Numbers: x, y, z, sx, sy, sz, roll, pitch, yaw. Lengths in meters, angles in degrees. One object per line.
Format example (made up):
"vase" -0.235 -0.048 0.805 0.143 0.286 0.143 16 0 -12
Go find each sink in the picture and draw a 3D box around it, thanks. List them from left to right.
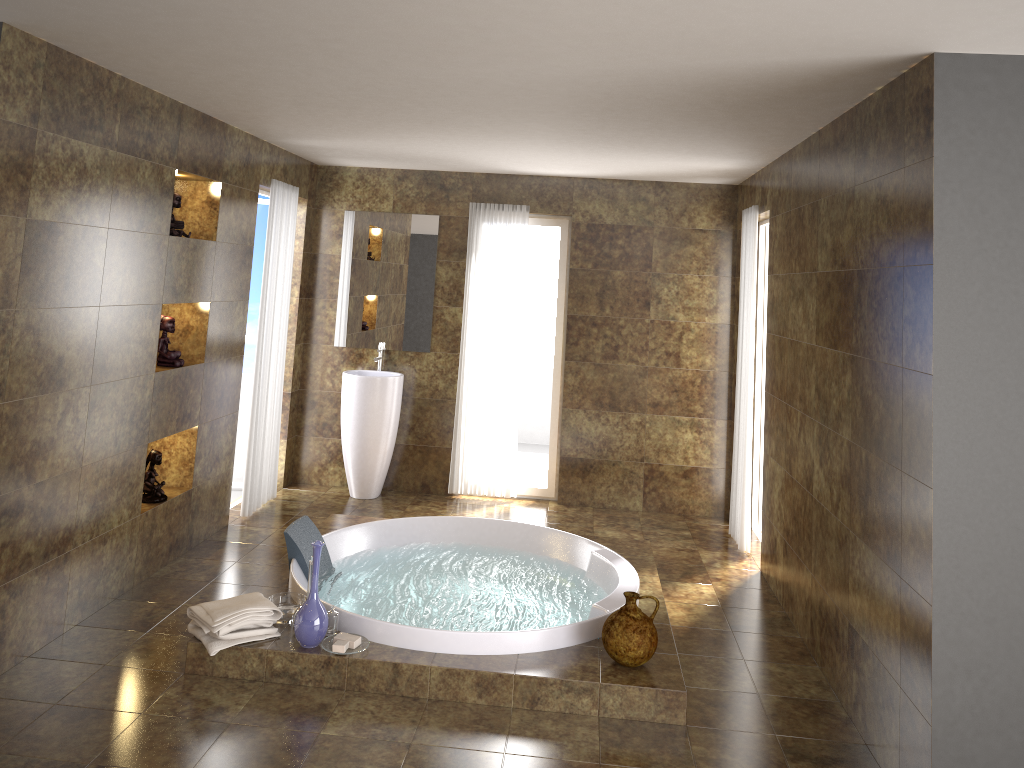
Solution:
"sink" -1.071 0.268 6.504 0.459 1.146 0.430 3 -5 8

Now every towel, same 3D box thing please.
"towel" -1.166 0.985 3.629 0.319 0.151 0.341 0 6 -40

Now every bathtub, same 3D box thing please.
"bathtub" -0.240 1.058 4.399 1.761 0.526 1.739 7 7 36

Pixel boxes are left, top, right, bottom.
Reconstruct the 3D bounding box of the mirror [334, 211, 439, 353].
"mirror" -0.990 -0.818 6.843 0.769 1.101 0.008 3 -6 5

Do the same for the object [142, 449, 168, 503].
"object" -1.949 0.494 4.715 0.152 0.276 0.149 3 -3 5

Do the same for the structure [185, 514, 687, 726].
"structure" -0.239 1.066 4.399 2.006 0.125 2.002 4 7 5

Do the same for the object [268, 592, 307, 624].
"object" -0.995 0.989 3.819 0.169 0.076 0.170 2 5 -14

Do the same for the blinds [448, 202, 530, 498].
"blinds" -0.164 -0.285 6.681 0.520 2.284 0.066 3 -6 5

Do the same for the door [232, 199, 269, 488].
"door" -2.336 -0.347 6.599 0.960 2.246 0.039 4 -6 -5

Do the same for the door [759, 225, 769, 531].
"door" 2.198 -0.009 5.997 0.961 2.246 0.039 0 -7 38

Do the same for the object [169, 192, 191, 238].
"object" -1.882 -0.951 4.834 0.152 0.269 0.120 3 -4 5

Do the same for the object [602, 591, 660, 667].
"object" 0.487 1.007 3.566 0.228 0.277 0.229 4 -1 -23

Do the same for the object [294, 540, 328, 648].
"object" -0.817 0.859 3.566 0.136 0.423 0.133 2 -5 13

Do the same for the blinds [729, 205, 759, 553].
"blinds" 1.572 -0.082 5.873 0.069 2.296 0.475 3 -6 4

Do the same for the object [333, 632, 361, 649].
"object" -0.676 1.052 3.547 0.101 0.032 0.061 5 4 20

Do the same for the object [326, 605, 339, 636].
"object" -0.765 1.000 3.669 0.057 0.116 0.057 6 -4 -33

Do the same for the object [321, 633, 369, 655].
"object" -0.681 1.069 3.534 0.189 0.018 0.190 3 7 -6

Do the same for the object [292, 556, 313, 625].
"object" -0.864 0.895 3.701 0.130 0.311 0.128 2 -4 13

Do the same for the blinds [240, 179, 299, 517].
"blinds" -1.671 -0.296 6.069 0.068 2.296 0.590 3 -5 4

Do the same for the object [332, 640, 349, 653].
"object" -0.689 1.057 3.478 0.053 0.034 0.073 4 4 5

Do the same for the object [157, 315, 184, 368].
"object" -1.912 -0.241 4.821 0.175 0.287 0.110 3 -5 5
